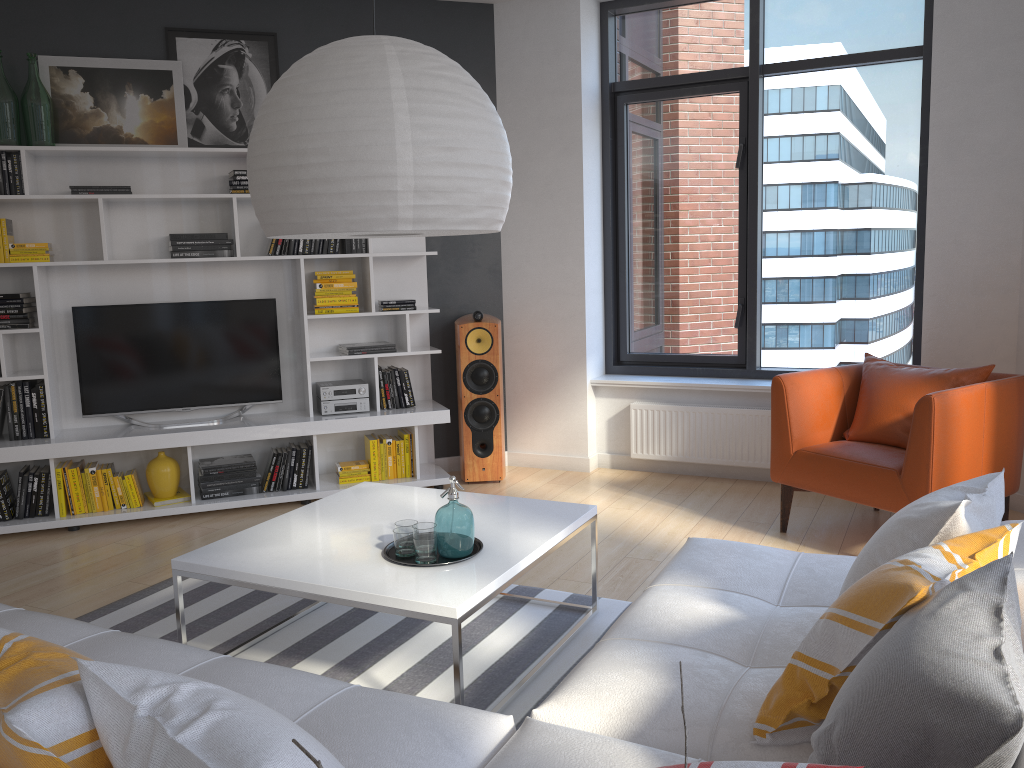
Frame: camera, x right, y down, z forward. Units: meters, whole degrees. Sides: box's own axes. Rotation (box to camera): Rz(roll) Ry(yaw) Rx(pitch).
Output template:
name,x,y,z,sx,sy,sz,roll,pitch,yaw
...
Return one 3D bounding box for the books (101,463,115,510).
name,x,y,z,sx,sy,sz,roll,pitch,yaw
books,-2.266,0.575,4.982,0.043,0.235,0.171,-5,9,-20

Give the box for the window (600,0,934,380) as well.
name,x,y,z,sx,sy,sz,roll,pitch,yaw
window,1.509,-1.230,5.487,1.960,2.402,0.170,2,9,26

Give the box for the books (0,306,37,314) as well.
name,x,y,z,sx,sy,sz,roll,pitch,yaw
books,-2.763,-0.396,4.801,0.284,0.030,0.214,-3,8,-10

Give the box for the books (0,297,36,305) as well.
name,x,y,z,sx,sy,sz,roll,pitch,yaw
books,-2.768,-0.450,4.817,0.284,0.030,0.214,-3,8,-10

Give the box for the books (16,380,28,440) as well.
name,x,y,z,sx,sy,sz,roll,pitch,yaw
books,-2.688,0.129,4.908,0.026,0.326,0.237,-4,9,-18

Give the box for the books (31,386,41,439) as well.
name,x,y,z,sx,sy,sz,roll,pitch,yaw
books,-2.626,0.150,4.925,0.028,0.272,0.200,-4,9,-18

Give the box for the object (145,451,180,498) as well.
name,x,y,z,sx,sy,sz,roll,pitch,yaw
object,-1.993,0.514,5.069,0.185,0.257,0.185,-9,11,-41

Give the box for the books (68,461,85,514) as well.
name,x,y,z,sx,sy,sz,roll,pitch,yaw
books,-2.411,0.575,4.936,0.066,0.258,0.198,-4,9,-18

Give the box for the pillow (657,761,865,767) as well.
name,x,y,z,sx,sy,sz,roll,pitch,yaw
pillow,-0.652,0.619,1.423,2.250,0.449,0.575,2,9,24

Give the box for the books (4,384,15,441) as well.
name,x,y,z,sx,sy,sz,roll,pitch,yaw
books,-2.746,0.149,4.882,0.028,0.301,0.213,-4,9,-18

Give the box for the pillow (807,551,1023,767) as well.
name,x,y,z,sx,sy,sz,roll,pitch,yaw
pillow,-0.593,0.539,1.755,2.953,0.453,0.647,0,8,14

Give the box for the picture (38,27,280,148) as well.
name,x,y,z,sx,sy,sz,roll,pitch,yaw
picture,-1.974,-1.670,5.051,1.279,0.707,0.076,-4,9,-18

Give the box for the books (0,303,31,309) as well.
name,x,y,z,sx,sy,sz,roll,pitch,yaw
books,-2.766,-0.422,4.801,0.264,0.020,0.189,-4,8,-15

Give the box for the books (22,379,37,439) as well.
name,x,y,z,sx,sy,sz,roll,pitch,yaw
books,-2.660,0.133,4.918,0.034,0.315,0.239,-4,9,-18

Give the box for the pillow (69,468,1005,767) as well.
name,x,y,z,sx,sy,sz,roll,pitch,yaw
pillow,0.348,0.506,1.803,2.156,0.456,0.580,-8,10,-37

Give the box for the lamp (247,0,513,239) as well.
name,x,y,z,sx,sy,sz,roll,pitch,yaw
lamp,0.365,-0.068,0.966,0.710,2.647,3.199,-6,9,-27

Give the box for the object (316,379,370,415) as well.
name,x,y,z,sx,sy,sz,roll,pitch,yaw
object,-1.040,0.080,5.435,0.285,0.174,0.270,-4,9,-18

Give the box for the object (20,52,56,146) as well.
name,x,y,z,sx,sy,sz,roll,pitch,yaw
object,-2.554,-1.515,4.763,0.157,0.507,0.157,-2,8,-5

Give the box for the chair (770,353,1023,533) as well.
name,x,y,z,sx,sy,sz,roll,pitch,yaw
chair,1.856,0.320,4.250,0.843,0.858,0.896,-7,10,-31

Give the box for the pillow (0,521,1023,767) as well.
name,x,y,z,sx,sy,sz,roll,pitch,yaw
pillow,0.061,0.551,1.671,2.095,0.440,0.630,-4,8,-16

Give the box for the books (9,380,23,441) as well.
name,x,y,z,sx,sy,sz,roll,pitch,yaw
books,-2.718,0.138,4.895,0.034,0.314,0.237,-4,9,-18

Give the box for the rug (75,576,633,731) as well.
name,x,y,z,sx,sy,sz,roll,pitch,yaw
rug,-0.651,0.968,3.238,2.326,0.016,1.662,2,9,26

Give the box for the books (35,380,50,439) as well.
name,x,y,z,sx,sy,sz,roll,pitch,yaw
books,-2.589,0.136,4.938,0.051,0.297,0.230,-4,9,-18

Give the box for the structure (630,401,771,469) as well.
name,x,y,z,sx,sy,sz,roll,pitch,yaw
structure,1.438,0.371,5.403,1.474,0.460,0.110,2,9,26

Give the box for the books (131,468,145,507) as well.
name,x,y,z,sx,sy,sz,roll,pitch,yaw
books,-2.117,0.586,5.024,0.046,0.193,0.149,-4,9,-18

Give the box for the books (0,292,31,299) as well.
name,x,y,z,sx,sy,sz,roll,pitch,yaw
books,-2.759,-0.474,4.788,0.246,0.026,0.180,-3,8,-11

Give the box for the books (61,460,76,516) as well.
name,x,y,z,sx,sy,sz,roll,pitch,yaw
books,-2.443,0.572,4.919,0.048,0.271,0.213,-4,9,-18

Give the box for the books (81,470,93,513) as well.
name,x,y,z,sx,sy,sz,roll,pitch,yaw
books,-2.358,0.589,4.936,0.042,0.230,0.156,-5,9,-20

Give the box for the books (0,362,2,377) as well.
name,x,y,z,sx,sy,sz,roll,pitch,yaw
books,-2.938,-0.109,4.806,0.343,0.137,0.277,-4,9,-18

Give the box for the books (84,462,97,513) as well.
name,x,y,z,sx,sy,sz,roll,pitch,yaw
books,-2.340,0.574,4.945,0.041,0.252,0.180,-4,9,-18

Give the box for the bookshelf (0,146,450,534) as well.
name,x,y,z,sx,sy,sz,roll,pitch,yaw
bookshelf,-1.885,-0.283,5.045,3.000,2.052,0.455,-4,9,-18

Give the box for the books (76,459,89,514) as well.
name,x,y,z,sx,sy,sz,roll,pitch,yaw
books,-2.382,0.569,4.944,0.038,0.267,0.202,-4,9,-18

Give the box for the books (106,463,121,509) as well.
name,x,y,z,sx,sy,sz,roll,pitch,yaw
books,-2.239,0.572,5.000,0.056,0.235,0.172,-5,9,-19

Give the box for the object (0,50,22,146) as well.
name,x,y,z,sx,sy,sz,roll,pitch,yaw
object,-2.683,-1.497,4.661,0.157,0.507,0.157,-2,8,-5

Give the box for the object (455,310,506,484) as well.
name,x,y,z,sx,sy,sz,roll,pitch,yaw
object,-0.204,0.064,5.676,0.290,1.088,0.434,-2,8,-4

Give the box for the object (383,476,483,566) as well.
name,x,y,z,sx,sy,sz,roll,pitch,yaw
object,-0.263,0.424,2.923,0.330,0.265,0.330,-8,10,-39

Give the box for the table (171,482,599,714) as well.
name,x,y,z,sx,sy,sz,roll,pitch,yaw
table,-0.395,0.740,3.212,1.091,0.435,1.091,2,9,26

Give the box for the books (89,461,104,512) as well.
name,x,y,z,sx,sy,sz,roll,pitch,yaw
books,-2.319,0.571,4.963,0.055,0.252,0.185,-5,9,-20

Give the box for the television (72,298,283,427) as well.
name,x,y,z,sx,sy,sz,roll,pitch,yaw
television,-1.923,-0.124,5.170,1.102,0.704,0.207,-4,9,-18

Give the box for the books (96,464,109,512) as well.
name,x,y,z,sx,sy,sz,roll,pitch,yaw
books,-2.283,0.577,4.956,0.043,0.240,0.169,-5,9,-20

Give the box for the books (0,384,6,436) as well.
name,x,y,z,sx,sy,sz,roll,pitch,yaw
books,-2.807,0.157,4.860,0.100,0.289,0.210,-5,9,-19

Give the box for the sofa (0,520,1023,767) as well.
name,x,y,z,sx,sy,sz,roll,pitch,yaw
sofa,-0.365,0.742,2.224,3.424,0.732,2.614,2,9,26

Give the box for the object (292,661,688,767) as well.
name,x,y,z,sx,sy,sz,roll,pitch,yaw
object,-0.072,0.491,0.341,0.607,0.744,0.406,-5,9,-23

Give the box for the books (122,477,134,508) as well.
name,x,y,z,sx,sy,sz,roll,pitch,yaw
books,-2.156,0.605,4.988,0.049,0.169,0.113,-5,9,-19

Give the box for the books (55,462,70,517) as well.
name,x,y,z,sx,sy,sz,roll,pitch,yaw
books,-2.473,0.577,4.887,0.029,0.270,0.204,-4,9,-18

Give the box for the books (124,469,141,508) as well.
name,x,y,z,sx,sy,sz,roll,pitch,yaw
books,-2.137,0.589,5.009,0.067,0.193,0.148,-4,9,-17
